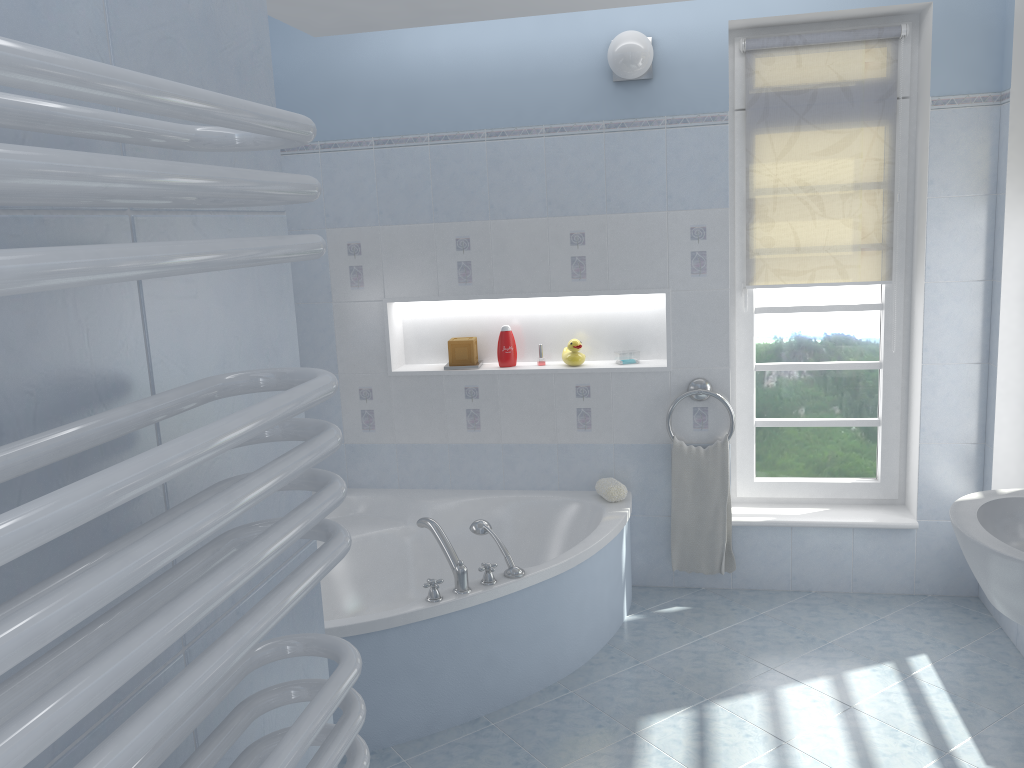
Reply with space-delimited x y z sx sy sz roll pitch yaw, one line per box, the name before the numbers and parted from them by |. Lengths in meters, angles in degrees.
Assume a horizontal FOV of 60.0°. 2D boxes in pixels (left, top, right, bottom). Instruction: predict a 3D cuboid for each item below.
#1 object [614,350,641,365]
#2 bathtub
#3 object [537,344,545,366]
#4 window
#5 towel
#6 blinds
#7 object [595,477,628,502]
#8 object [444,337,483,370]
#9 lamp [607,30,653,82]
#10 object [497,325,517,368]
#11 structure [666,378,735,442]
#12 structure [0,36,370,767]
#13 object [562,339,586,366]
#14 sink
object | 0.515 -0.119 3.961 0.102 0.053 0.072 -5 10 -13
bathtub | -0.382 0.762 3.396 1.596 0.670 1.578 -1 10 11
object | 0.132 -0.132 4.022 0.030 0.096 0.030 -6 11 -16
window | 1.322 -0.473 3.830 0.758 2.067 0.142 -1 10 12
towel | 0.829 0.526 3.853 0.280 0.635 0.083 -1 10 12
blinds | 1.283 -0.922 3.693 0.598 1.032 0.046 -1 10 12
object | 0.432 0.461 3.865 0.105 0.077 0.165 -6 11 -17
object | -0.225 -0.144 4.086 0.160 0.130 0.160 -2 10 6
lamp | 0.471 -1.302 3.518 0.180 0.180 0.216 -1 10 12
object | -0.024 -0.171 4.022 0.092 0.190 0.044 -5 10 -14
structure | 0.808 0.143 3.807 0.291 0.332 0.051 -1 10 12
structure | -0.222 0.293 0.488 0.138 0.950 0.524 -1 10 12
object | 0.275 -0.143 3.971 0.095 0.122 0.132 -7 11 -23
sink | 1.384 0.449 2.200 0.533 0.489 0.634 -1 10 11
